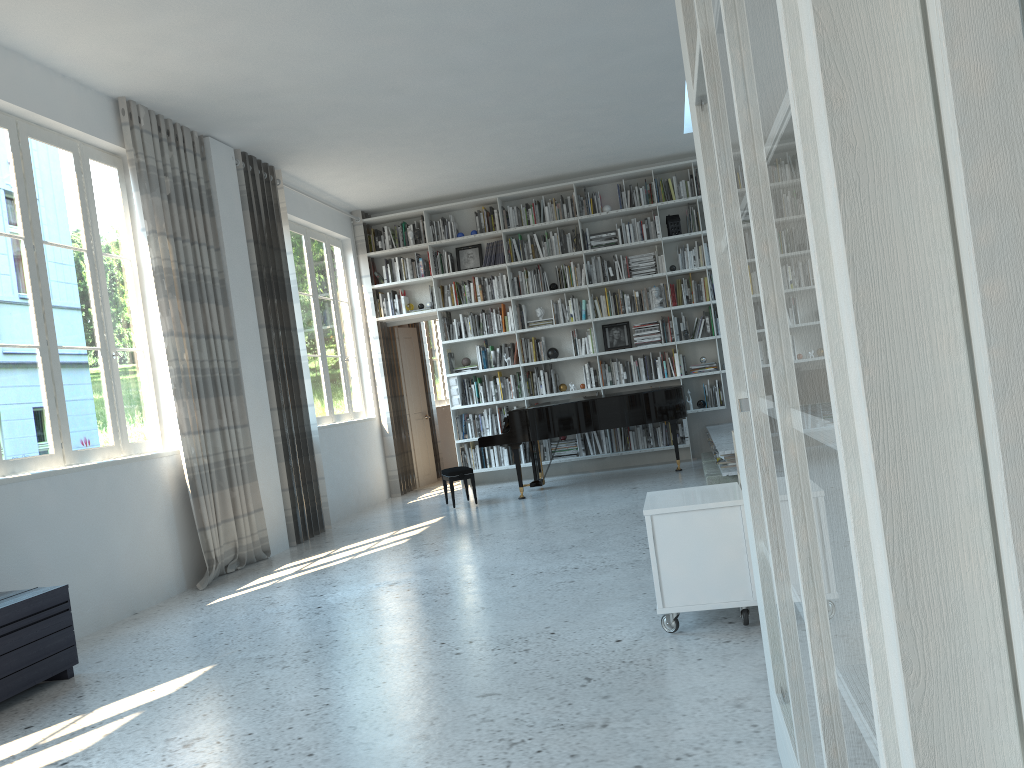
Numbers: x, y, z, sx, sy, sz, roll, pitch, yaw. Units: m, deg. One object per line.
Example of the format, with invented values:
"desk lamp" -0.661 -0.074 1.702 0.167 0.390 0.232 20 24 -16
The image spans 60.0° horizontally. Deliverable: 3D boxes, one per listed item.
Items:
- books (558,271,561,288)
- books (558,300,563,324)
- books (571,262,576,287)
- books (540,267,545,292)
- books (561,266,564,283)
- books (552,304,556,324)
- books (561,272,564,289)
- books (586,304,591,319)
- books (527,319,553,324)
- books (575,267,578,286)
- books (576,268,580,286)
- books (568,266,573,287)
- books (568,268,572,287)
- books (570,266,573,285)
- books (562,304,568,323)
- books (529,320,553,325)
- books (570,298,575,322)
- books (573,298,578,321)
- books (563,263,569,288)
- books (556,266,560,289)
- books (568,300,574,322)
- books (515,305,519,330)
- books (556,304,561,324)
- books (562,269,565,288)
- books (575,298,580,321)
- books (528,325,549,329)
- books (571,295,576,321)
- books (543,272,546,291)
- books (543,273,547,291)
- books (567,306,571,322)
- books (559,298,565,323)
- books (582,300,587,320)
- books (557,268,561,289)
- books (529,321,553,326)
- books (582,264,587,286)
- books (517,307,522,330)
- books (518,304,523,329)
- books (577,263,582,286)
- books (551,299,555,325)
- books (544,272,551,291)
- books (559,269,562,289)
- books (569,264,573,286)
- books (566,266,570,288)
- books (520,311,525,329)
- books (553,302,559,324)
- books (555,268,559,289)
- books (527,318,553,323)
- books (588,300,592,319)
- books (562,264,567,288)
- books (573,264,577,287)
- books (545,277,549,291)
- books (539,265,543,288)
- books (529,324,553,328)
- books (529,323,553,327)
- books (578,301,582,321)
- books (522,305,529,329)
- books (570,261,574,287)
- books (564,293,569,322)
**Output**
"books" 0.538 -1.131 9.745 0.013 0.216 0.149 -8 0 10
"books" 0.541 -0.785 9.751 0.022 0.267 0.151 -8 0 10
"books" 0.682 -1.185 9.704 0.022 0.284 0.190 -8 0 10
"books" 0.347 -1.140 9.758 0.011 0.287 0.188 -8 0 10
"books" 0.571 -1.162 9.743 0.009 0.267 0.149 -8 0 10
"books" 0.476 -0.758 9.768 0.010 0.232 0.154 -8 0 10
"books" 0.564 -1.127 9.737 0.011 0.200 0.162 -8 0 10
"books" 0.842 -0.783 9.702 0.027 0.181 0.142 -8 0 10
"books" 0.320 -0.687 9.797 0.285 0.012 0.159 -8 0 13
"books" 0.714 -1.162 9.710 0.011 0.229 0.165 -8 0 10
"books" 0.732 -1.157 9.707 0.024 0.216 0.142 -8 0 10
"books" 0.648 -1.165 9.719 0.017 0.253 0.139 -8 0 10
"books" 0.639 -1.155 9.733 0.011 0.236 0.130 -8 0 10
"books" 0.663 -1.167 9.709 0.006 0.253 0.180 -8 0 10
"books" 0.591 -0.770 9.747 0.048 0.225 0.149 -8 0 10
"books" 0.321 -0.674 9.795 0.254 0.012 0.161 -8 0 8
"books" 0.674 -0.802 9.707 0.012 0.265 0.192 -8 0 10
"books" 0.704 -0.804 9.711 0.023 0.260 0.170 -8 0 10
"books" 0.601 -1.176 9.737 0.033 0.287 0.155 -8 0 10
"books" 0.514 -1.158 9.759 0.012 0.276 0.129 -8 0 10
"books" 0.658 -0.791 9.721 0.028 0.247 0.170 -8 0 10
"books" 0.071 -0.728 9.847 0.012 0.285 0.159 -8 0 10
"books" 0.524 -0.762 9.770 0.024 0.227 0.137 -8 0 10
"books" 0.576 -1.137 9.710 0.006 0.216 0.181 -8 0 10
"books" 0.730 -0.805 9.727 0.022 0.256 0.152 -8 0 10
"books" 0.328 -0.626 9.798 0.285 0.012 0.159 -8 0 9
"books" 0.685 -0.822 9.713 0.011 0.301 0.178 -8 0 10
"books" 0.366 -1.117 9.789 0.009 0.237 0.134 -8 0 10
"books" 0.376 -1.108 9.781 0.012 0.218 0.151 -8 0 10
"books" 0.640 -0.759 9.744 0.025 0.189 0.140 -8 0 10
"books" 0.554 -0.796 9.736 0.012 0.286 0.167 -8 0 10
"books" 0.793 -0.800 9.692 0.060 0.227 0.179 -8 0 10
"books" 0.524 -1.142 9.730 0.005 0.240 0.173 -8 0 10
"books" 0.322 -0.662 9.791 0.254 0.012 0.161 -8 0 6
"books" 0.789 -1.176 9.664 0.064 0.237 0.208 -8 0 10
"books" 0.089 -0.716 9.837 0.024 0.257 0.134 -8 0 10
"books" 0.107 -0.739 9.852 0.011 0.298 0.135 -8 0 10
"books" 0.750 -1.181 9.693 0.022 0.257 0.155 -8 0 10
"books" 0.459 -0.782 9.757 0.012 0.285 0.159 -8 0 10
"books" 0.397 -1.118 9.767 0.031 0.232 0.147 -8 0 10
"books" 0.541 -1.142 9.718 0.005 0.236 0.178 -8 0 10
"books" 0.658 -1.173 9.716 0.004 0.265 0.141 -8 0 10
"books" 0.620 -1.157 9.700 0.013 0.244 0.188 -8 0 10
"books" 0.133 -0.698 9.837 0.034 0.209 0.136 -8 0 10
"books" 0.491 -0.768 9.746 0.030 0.247 0.174 -8 0 10
"books" 0.506 -1.146 9.753 0.005 0.254 0.161 -8 0 10
"books" 0.317 -0.698 9.792 0.285 0.012 0.159 -8 0 7
"books" 0.866 -0.805 9.699 0.026 0.217 0.126 -8 0 10
"books" 0.582 -1.167 9.730 0.005 0.275 0.157 -8 0 10
"books" 0.701 -1.174 9.708 0.010 0.257 0.140 -8 0 10
"books" 0.384 -1.105 9.778 0.004 0.209 0.132 -8 0 10
"books" 0.338 -1.147 9.780 0.005 0.305 0.162 -8 0 10
"books" 0.327 -0.638 9.802 0.254 0.012 0.161 -8 0 11
"books" 0.324 -0.650 9.793 0.254 0.012 0.161 -8 0 7
"books" 0.756 -0.790 9.723 0.026 0.219 0.150 -8 0 10
"books" 0.154 -0.736 9.826 0.021 0.278 0.136 -8 0 10
"books" 0.666 -1.193 9.710 0.006 0.304 0.165 -8 0 10
"books" 0.610 -0.826 9.732 0.010 0.329 0.173 -8 0 10
